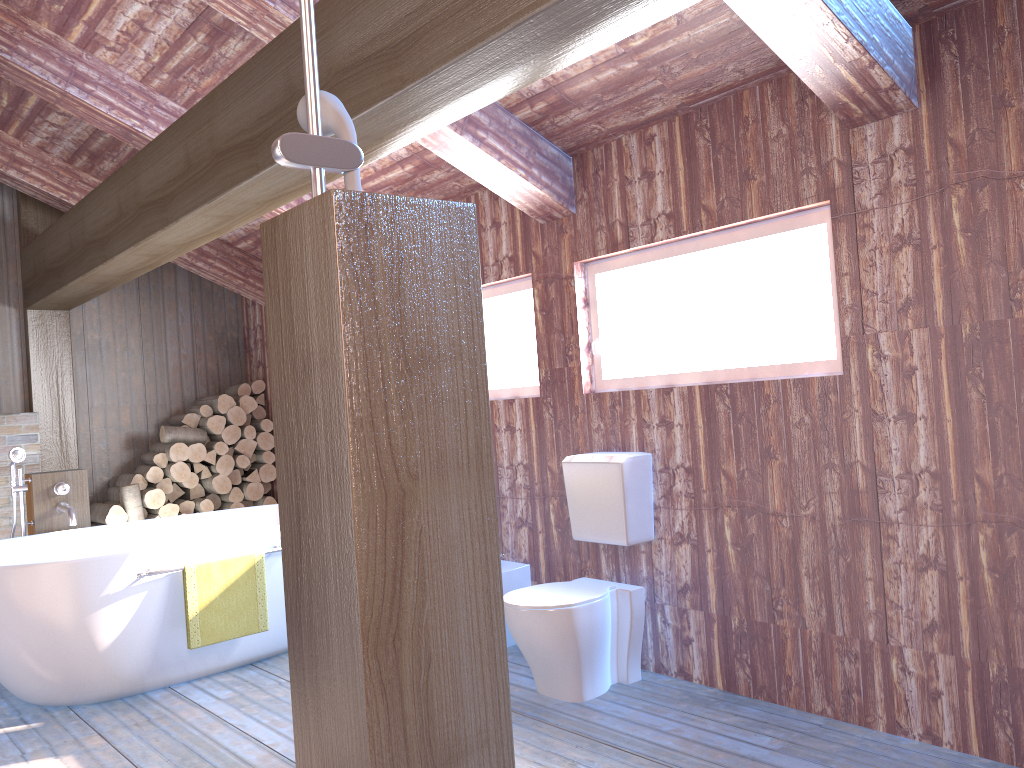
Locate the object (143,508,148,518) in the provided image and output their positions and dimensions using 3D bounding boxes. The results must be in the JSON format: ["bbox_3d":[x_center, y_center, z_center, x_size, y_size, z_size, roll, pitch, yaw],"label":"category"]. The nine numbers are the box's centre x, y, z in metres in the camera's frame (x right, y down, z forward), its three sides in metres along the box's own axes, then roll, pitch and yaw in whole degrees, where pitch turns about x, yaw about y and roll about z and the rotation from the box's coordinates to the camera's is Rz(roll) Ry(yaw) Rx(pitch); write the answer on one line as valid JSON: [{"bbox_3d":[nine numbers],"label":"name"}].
[{"bbox_3d":[-2.609,0.878,6.088,0.121,0.124,0.291,-3,-1,-39],"label":"object"}]

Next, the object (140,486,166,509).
[{"bbox_3d":[-2.508,0.772,6.059,0.138,0.147,0.440,-3,-1,-39],"label":"object"}]

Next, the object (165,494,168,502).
[{"bbox_3d":[-2.439,0.784,6.127,0.064,0.068,0.174,-3,-1,-40],"label":"object"}]

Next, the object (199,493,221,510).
[{"bbox_3d":[-2.222,0.846,6.418,0.116,0.118,0.289,-3,-1,-42],"label":"object"}]

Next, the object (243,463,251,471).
[{"bbox_3d":[-1.977,0.601,6.496,0.067,0.069,0.177,-3,-1,-39],"label":"object"}]

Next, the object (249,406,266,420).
[{"bbox_3d":[-1.940,0.216,6.620,0.107,0.115,0.269,-3,-1,-38],"label":"object"}]

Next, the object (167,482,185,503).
[{"bbox_3d":[-2.424,0.756,6.255,0.128,0.150,0.323,-3,-1,-39],"label":"object"}]

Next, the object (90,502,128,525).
[{"bbox_3d":[-2.705,0.865,5.902,0.139,0.137,0.455,-3,-1,-41],"label":"object"}]

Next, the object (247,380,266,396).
[{"bbox_3d":[-1.949,0.034,6.627,0.112,0.113,0.271,-3,-1,-39],"label":"object"}]

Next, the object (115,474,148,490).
[{"bbox_3d":[-2.598,0.668,6.046,0.114,0.113,0.301,-3,-1,-42],"label":"object"}]

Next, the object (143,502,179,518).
[{"bbox_3d":[-2.442,0.877,6.125,0.139,0.148,0.458,-3,-1,-39],"label":"object"}]

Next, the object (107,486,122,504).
[{"bbox_3d":[-2.672,0.759,6.067,0.108,0.113,0.302,-3,-1,-39],"label":"object"}]

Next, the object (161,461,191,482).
[{"bbox_3d":[-2.387,0.609,6.168,0.141,0.143,0.437,-3,-1,-41],"label":"object"}]

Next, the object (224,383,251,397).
[{"bbox_3d":[-2.029,0.062,6.557,0.104,0.121,0.270,-3,-1,-38],"label":"object"}]

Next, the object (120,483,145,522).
[{"bbox_3d":[-2.497,0.809,5.843,0.147,0.298,0.109,-3,-1,-37],"label":"object"}]

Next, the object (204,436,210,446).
[{"bbox_3d":[-2.289,0.405,6.396,0.121,0.124,0.291,-3,-1,-39],"label":"object"}]

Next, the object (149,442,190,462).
[{"bbox_3d":[-2.391,0.472,6.184,0.135,0.145,0.439,-3,-1,-39],"label":"object"}]

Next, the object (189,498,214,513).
[{"bbox_3d":[-2.244,0.854,6.269,0.098,0.100,0.437,-3,-1,-41],"label":"object"}]

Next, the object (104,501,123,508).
[{"bbox_3d":[-2.697,0.843,6.037,0.099,0.093,0.280,-3,-1,-39],"label":"object"}]

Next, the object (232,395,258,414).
[{"bbox_3d":[-2.027,0.160,6.532,0.133,0.142,0.456,-3,-1,-38],"label":"object"}]

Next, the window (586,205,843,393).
[{"bbox_3d":[0.753,-0.288,3.481,0.054,0.587,1.255,-3,-1,-39],"label":"window"}]

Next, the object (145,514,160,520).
[{"bbox_3d":[-2.535,0.977,6.052,0.155,0.174,0.483,-3,-1,-41],"label":"object"}]

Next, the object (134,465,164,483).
[{"bbox_3d":[-2.490,0.616,6.077,0.115,0.123,0.291,-3,-1,-39],"label":"object"}]

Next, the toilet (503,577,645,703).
[{"bbox_3d":[0.222,1.015,3.503,0.534,0.400,0.375,-3,-1,-39],"label":"toilet"}]

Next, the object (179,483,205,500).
[{"bbox_3d":[-2.310,0.764,6.352,0.104,0.127,0.321,-3,-1,-39],"label":"object"}]

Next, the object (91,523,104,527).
[{"bbox_3d":[-2.693,0.995,5.888,0.137,0.133,0.437,-3,-1,-41],"label":"object"}]

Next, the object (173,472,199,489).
[{"bbox_3d":[-2.306,0.669,6.228,0.115,0.123,0.291,-3,-1,-39],"label":"object"}]

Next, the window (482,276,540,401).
[{"bbox_3d":[-0.210,-0.197,4.688,0.054,0.587,1.255,-3,-1,-39],"label":"window"}]

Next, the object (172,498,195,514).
[{"bbox_3d":[-2.325,0.862,6.207,0.114,0.120,0.303,-3,-1,-39],"label":"object"}]

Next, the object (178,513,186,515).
[{"bbox_3d":[-2.362,0.939,6.161,0.098,0.100,0.437,-3,-1,-41],"label":"object"}]

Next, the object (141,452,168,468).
[{"bbox_3d":[-2.465,0.524,6.124,0.106,0.112,0.282,-3,-1,-39],"label":"object"}]

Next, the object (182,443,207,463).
[{"bbox_3d":[-2.302,0.481,6.257,0.138,0.147,0.440,-3,-1,-39],"label":"object"}]

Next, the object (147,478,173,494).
[{"bbox_3d":[-2.450,0.703,6.124,0.111,0.113,0.301,-3,-1,-40],"label":"object"}]

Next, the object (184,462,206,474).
[{"bbox_3d":[-2.258,0.590,6.278,0.088,0.092,0.280,-3,-1,-39],"label":"object"}]

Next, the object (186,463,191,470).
[{"bbox_3d":[-2.307,0.583,6.218,0.057,0.061,0.156,-3,-1,-40],"label":"object"}]

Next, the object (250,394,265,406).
[{"bbox_3d":[-1.950,0.121,6.639,0.081,0.100,0.281,-3,-1,-40],"label":"object"}]

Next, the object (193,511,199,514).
[{"bbox_3d":[-2.295,0.938,6.226,0.086,0.089,0.279,-3,-1,-42],"label":"object"}]
